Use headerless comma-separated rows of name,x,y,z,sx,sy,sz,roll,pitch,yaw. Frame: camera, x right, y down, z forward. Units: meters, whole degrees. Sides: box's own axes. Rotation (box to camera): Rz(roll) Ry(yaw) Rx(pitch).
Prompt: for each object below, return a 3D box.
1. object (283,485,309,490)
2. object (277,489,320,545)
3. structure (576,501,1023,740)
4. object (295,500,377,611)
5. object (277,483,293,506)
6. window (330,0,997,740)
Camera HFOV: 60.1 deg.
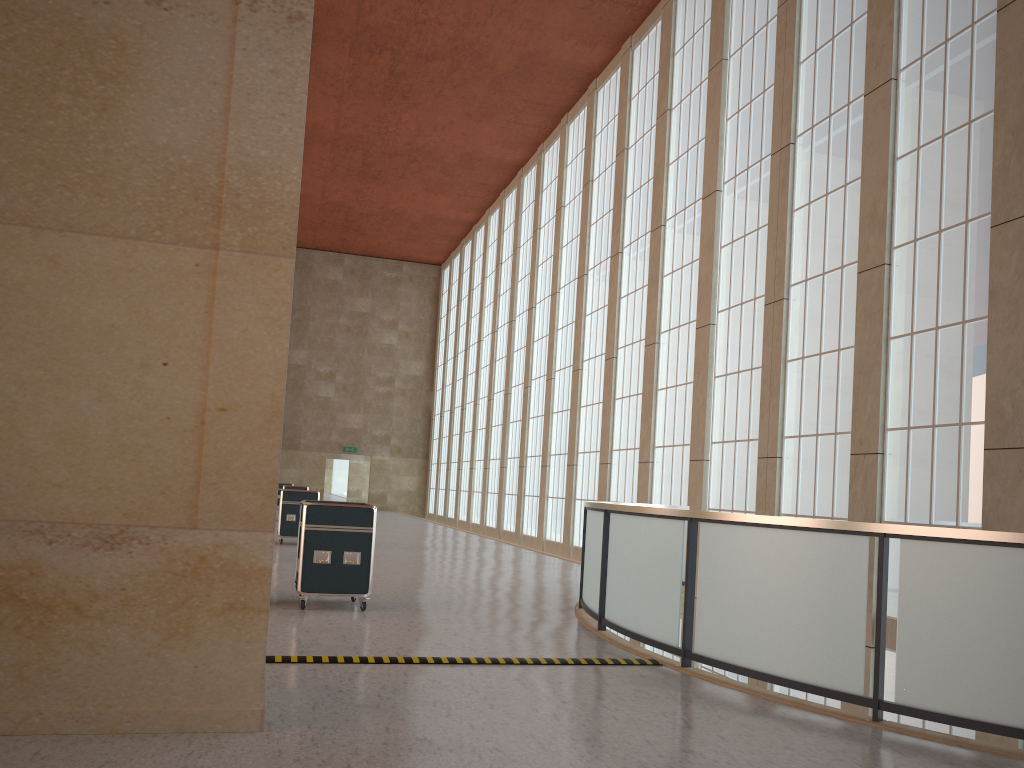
object,-9.409,5.165,38.251,1.057,1.536,1.277,5,-5,-15
object,-6.086,3.780,25.171,1.057,1.536,1.277,5,-5,-15
structure,4.055,2.617,11.408,5.257,1.787,13.114,6,-7,-25
object,-2.658,2.541,13.240,1.057,1.536,1.277,5,-5,-15
object,-13.150,6.461,50.796,1.057,1.536,1.277,5,-5,-15
window,-9.607,7.319,75.610,0.010,28.519,165.532,4,-7,-15
